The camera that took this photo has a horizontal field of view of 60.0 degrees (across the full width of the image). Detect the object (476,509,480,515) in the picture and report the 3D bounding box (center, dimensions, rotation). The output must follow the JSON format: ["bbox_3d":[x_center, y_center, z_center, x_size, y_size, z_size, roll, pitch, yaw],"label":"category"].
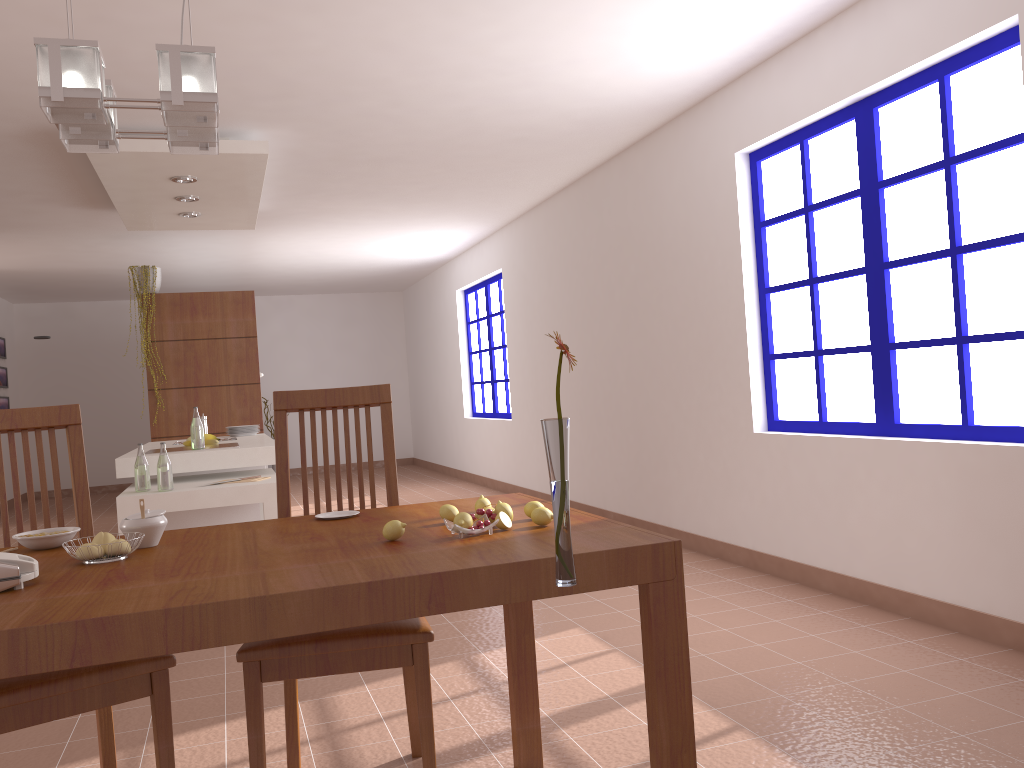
[{"bbox_3d":[-0.069,0.270,1.872,0.014,0.014,0.013,-4,0,39],"label":"object"}]

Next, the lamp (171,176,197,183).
[{"bbox_3d":[-1.905,-1.206,5.151,0.143,0.059,0.143,-4,0,-35],"label":"lamp"}]

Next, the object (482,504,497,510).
[{"bbox_3d":[-0.048,0.261,1.874,0.034,0.011,0.037,-4,0,32],"label":"object"}]

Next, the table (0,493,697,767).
[{"bbox_3d":[-0.668,0.712,1.716,1.800,0.740,0.900,-4,0,-18],"label":"table"}]

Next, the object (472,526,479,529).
[{"bbox_3d":[-0.073,0.289,1.770,0.014,0.013,0.014,-4,0,6],"label":"object"}]

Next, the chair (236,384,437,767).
[{"bbox_3d":[-0.443,0.537,2.294,0.444,1.063,0.574,-4,0,-8],"label":"chair"}]

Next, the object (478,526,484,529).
[{"bbox_3d":[-0.061,0.289,1.766,0.013,0.014,0.014,-4,0,11],"label":"object"}]

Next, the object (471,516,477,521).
[{"bbox_3d":[-0.084,0.295,1.946,0.014,0.012,0.014,-4,0,-14],"label":"object"}]

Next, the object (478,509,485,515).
[{"bbox_3d":[-0.064,0.268,1.858,0.014,0.014,0.012,-4,0,3],"label":"object"}]

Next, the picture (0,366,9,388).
[{"bbox_3d":[-5.832,-0.088,9.961,0.015,0.248,1.408,-4,0,-18],"label":"picture"}]

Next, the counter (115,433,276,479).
[{"bbox_3d":[-1.923,0.777,5.628,0.821,0.800,2.156,-4,0,-18],"label":"counter"}]

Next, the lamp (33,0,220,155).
[{"bbox_3d":[-0.768,-0.953,1.752,0.304,0.919,0.304,-4,0,-18],"label":"lamp"}]

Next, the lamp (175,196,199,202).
[{"bbox_3d":[-2.062,-1.194,5.631,0.143,0.059,0.143,-4,0,10],"label":"lamp"}]

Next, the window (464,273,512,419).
[{"bbox_3d":[-0.212,-0.359,9.174,0.035,1.430,1.699,-4,0,-18],"label":"window"}]

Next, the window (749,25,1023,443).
[{"bbox_3d":[1.546,-0.491,3.755,0.035,1.430,1.699,-4,0,-18],"label":"window"}]

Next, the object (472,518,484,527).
[{"bbox_3d":[-0.069,0.285,1.794,0.040,0.023,0.049,-4,0,28],"label":"object"}]

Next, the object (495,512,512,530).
[{"bbox_3d":[-0.019,0.279,1.809,0.033,0.036,0.039,-4,0,19],"label":"object"}]

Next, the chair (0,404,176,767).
[{"bbox_3d":[-1.104,0.581,2.078,0.444,1.063,0.574,-4,0,-38],"label":"chair"}]

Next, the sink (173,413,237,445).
[{"bbox_3d":[-2.082,0.382,6.028,0.404,0.368,0.668,-4,0,-18],"label":"sink"}]

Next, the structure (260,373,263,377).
[{"bbox_3d":[-2.389,-0.029,8.400,0.056,0.454,0.614,-4,0,-18],"label":"structure"}]

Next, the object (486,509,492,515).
[{"bbox_3d":[-0.048,0.267,1.847,0.012,0.014,0.014,-4,0,-37],"label":"object"}]

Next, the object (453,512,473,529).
[{"bbox_3d":[-0.097,0.274,1.764,0.043,0.038,0.042,-4,0,-42],"label":"object"}]

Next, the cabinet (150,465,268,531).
[{"bbox_3d":[-1.898,0.825,5.576,0.737,0.700,2.048,-4,0,-18],"label":"cabinet"}]

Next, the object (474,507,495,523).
[{"bbox_3d":[-0.051,0.281,1.883,0.041,0.039,0.044,-4,0,35],"label":"object"}]

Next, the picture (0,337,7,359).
[{"bbox_3d":[-5.856,-0.437,9.962,0.015,0.248,1.408,-4,0,-18],"label":"picture"}]

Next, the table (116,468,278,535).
[{"bbox_3d":[-1.587,0.828,4.628,0.737,0.647,1.003,-4,0,-18],"label":"table"}]

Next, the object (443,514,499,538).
[{"bbox_3d":[-0.082,0.285,1.773,0.092,0.032,0.091,-4,0,-18],"label":"object"}]

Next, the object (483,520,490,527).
[{"bbox_3d":[-0.051,0.280,1.783,0.014,0.014,0.012,-4,0,-6],"label":"object"}]

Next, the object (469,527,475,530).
[{"bbox_3d":[-0.080,0.290,1.751,0.014,0.013,0.014,-4,0,-13],"label":"object"}]

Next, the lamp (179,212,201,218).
[{"bbox_3d":[-2.217,-1.182,6.105,0.143,0.059,0.143,-4,0,10],"label":"lamp"}]

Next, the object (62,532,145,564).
[{"bbox_3d":[-0.814,0.331,1.772,0.151,0.041,0.151,-4,0,32],"label":"object"}]

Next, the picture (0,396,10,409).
[{"bbox_3d":[-5.809,0.261,9.960,0.015,0.248,1.408,-4,0,-18],"label":"picture"}]

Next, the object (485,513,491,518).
[{"bbox_3d":[-0.051,0.274,1.853,0.012,0.014,0.014,-4,0,-37],"label":"object"}]
